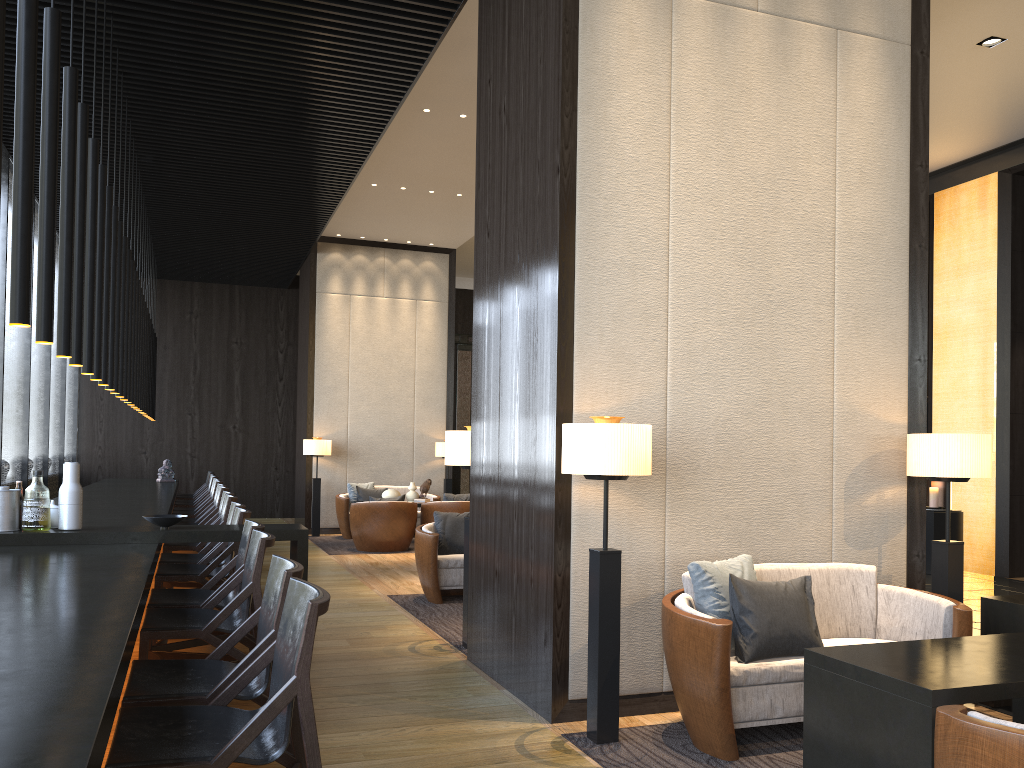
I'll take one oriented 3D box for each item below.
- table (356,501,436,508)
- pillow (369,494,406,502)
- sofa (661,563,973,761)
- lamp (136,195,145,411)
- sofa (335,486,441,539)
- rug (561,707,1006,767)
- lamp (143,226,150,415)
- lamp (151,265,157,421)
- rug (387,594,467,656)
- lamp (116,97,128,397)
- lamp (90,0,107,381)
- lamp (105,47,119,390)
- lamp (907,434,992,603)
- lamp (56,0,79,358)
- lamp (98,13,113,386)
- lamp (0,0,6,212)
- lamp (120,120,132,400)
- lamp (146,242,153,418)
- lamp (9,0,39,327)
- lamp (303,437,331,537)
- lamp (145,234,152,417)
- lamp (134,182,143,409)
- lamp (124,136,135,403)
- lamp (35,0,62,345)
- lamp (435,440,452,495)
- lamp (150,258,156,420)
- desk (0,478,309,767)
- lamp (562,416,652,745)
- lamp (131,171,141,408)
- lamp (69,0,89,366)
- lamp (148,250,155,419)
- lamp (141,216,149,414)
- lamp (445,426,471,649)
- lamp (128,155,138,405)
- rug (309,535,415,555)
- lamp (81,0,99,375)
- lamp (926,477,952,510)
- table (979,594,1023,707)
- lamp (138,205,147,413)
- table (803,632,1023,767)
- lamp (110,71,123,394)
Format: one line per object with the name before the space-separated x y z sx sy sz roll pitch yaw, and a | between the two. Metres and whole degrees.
table | -1.458 1.792 11.474 1.042 0.516 0.576 2 -3 -20
pillow | -1.458 1.454 10.352 0.441 0.338 0.205 2 -2 -13
sofa | 1.305 1.174 3.920 1.449 0.692 0.603 2 -3 -20
lamp | -4.039 -0.916 9.658 0.060 2.417 0.060 1 -1 -25
sofa | -1.716 1.760 12.210 1.449 0.692 0.603 2 -3 -20
rug | 1.549 1.454 3.056 2.042 0.008 2.245 3 -5 -20
lamp | -4.529 -0.821 11.002 0.060 2.417 0.060 1 -1 -25
lamp | -5.389 -0.654 13.362 0.060 2.417 0.060 1 -1 -25
rug | 0.274 1.702 6.555 1.959 0.008 2.245 3 -5 -20
lamp | -3.064 -1.105 6.983 0.060 2.417 0.060 1 -1 -15
lamp | -2.417 -1.230 5.209 0.060 2.417 0.060 1 -1 -25
lamp | -2.740 -1.167 6.093 0.060 2.417 0.060 1 -1 -25
lamp | 2.138 0.907 4.344 0.375 1.317 0.375 0 -1 24
lamp | -1.931 -1.324 3.875 0.060 2.417 0.060 1 -1 -25
lamp | -2.574 -1.200 5.638 0.060 2.417 0.060 1 -1 -25
lamp | -1.390 -1.429 2.390 0.060 2.417 0.060 1 -1 -25
lamp | -3.228 -1.073 7.433 0.060 2.417 0.060 1 -1 -25
lamp | -4.867 -0.755 11.930 0.060 2.417 0.060 1 -1 -25
lamp | -1.566 -1.395 2.873 0.060 2.417 0.060 1 -1 -25
lamp | -2.673 1.407 12.108 0.375 1.349 0.375 1 -1 10
lamp | -4.693 -0.789 11.453 0.060 2.417 0.060 1 -1 -25
lamp | -3.877 -0.947 9.214 0.060 2.417 0.060 1 -1 -25
lamp | -3.383 -1.043 7.859 0.060 2.417 0.060 1 -1 -15
lamp | -1.743 -1.361 3.358 0.060 2.417 0.060 1 -1 -25
lamp | -0.924 1.485 12.746 0.375 1.349 0.375 0 -1 28
lamp | -5.212 -0.688 12.876 0.060 2.417 0.060 1 -1 -25
desk | -0.325 0.816 0.044 1.781 0.758 28.781 2 -5 -20
lamp | 0.388 0.814 3.707 0.375 1.349 0.375 2 -1 -30
lamp | -3.722 -0.977 8.788 0.060 2.417 0.060 1 -1 -15
lamp | -2.079 -1.296 4.281 0.060 2.417 0.060 1 -1 -25
lamp | -5.038 -0.722 12.399 0.060 2.417 0.060 1 -1 -25
lamp | -4.368 -0.852 10.561 0.060 2.417 0.060 1 -1 -25
lamp | -0.231 0.934 5.406 0.375 1.349 0.375 1 -1 10
lamp | -3.552 -1.010 8.324 0.060 2.417 0.060 1 -1 -25
rug | -1.487 2.043 11.388 2.042 0.008 2.245 3 -5 -20
lamp | -2.258 -1.261 4.772 0.060 2.417 0.060 1 -1 -25
lamp | 4.453 0.950 9.339 0.337 0.728 0.337 -1 -2 43
table | 2.908 1.254 3.551 0.620 0.512 1.963 2 -4 -20
lamp | -4.197 -0.885 10.093 0.060 2.417 0.060 1 -1 -25
table | 1.617 1.196 3.037 1.042 0.516 0.576 2 -3 -20
lamp | -2.892 -1.138 6.512 0.060 2.417 0.060 1 -1 -25
